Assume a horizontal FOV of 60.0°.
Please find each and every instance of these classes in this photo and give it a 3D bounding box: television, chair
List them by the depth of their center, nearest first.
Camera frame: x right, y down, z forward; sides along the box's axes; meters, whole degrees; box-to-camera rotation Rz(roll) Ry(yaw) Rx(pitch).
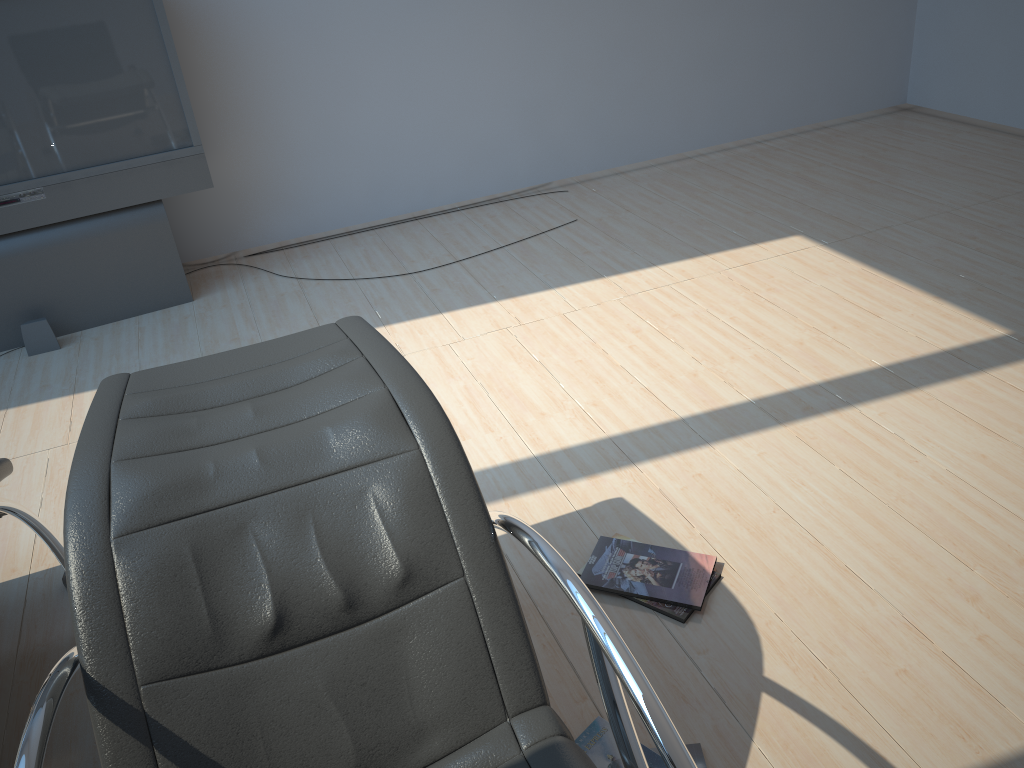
[{"bbox_3d":[-0.257,0.538,1.338,0.836,0.953,2.114,-16,30,-15],"label":"chair"},{"bbox_3d":[-1.359,0.447,1.432,0.836,1.251,1.938,-16,30,-15],"label":"chair"},{"bbox_3d":[-2.227,-0.919,3.845,1.686,1.446,0.400,-19,31,-20],"label":"television"}]

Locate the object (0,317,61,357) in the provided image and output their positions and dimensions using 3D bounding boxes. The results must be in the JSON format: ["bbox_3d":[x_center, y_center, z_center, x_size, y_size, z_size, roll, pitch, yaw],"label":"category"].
[{"bbox_3d":[-2.588,-0.141,3.878,1.163,0.141,0.394,-1,30,10],"label":"object"}]

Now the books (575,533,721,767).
[{"bbox_3d":[-1.165,0.234,2.823,4.790,0.222,1.045,15,36,34],"label":"books"}]
